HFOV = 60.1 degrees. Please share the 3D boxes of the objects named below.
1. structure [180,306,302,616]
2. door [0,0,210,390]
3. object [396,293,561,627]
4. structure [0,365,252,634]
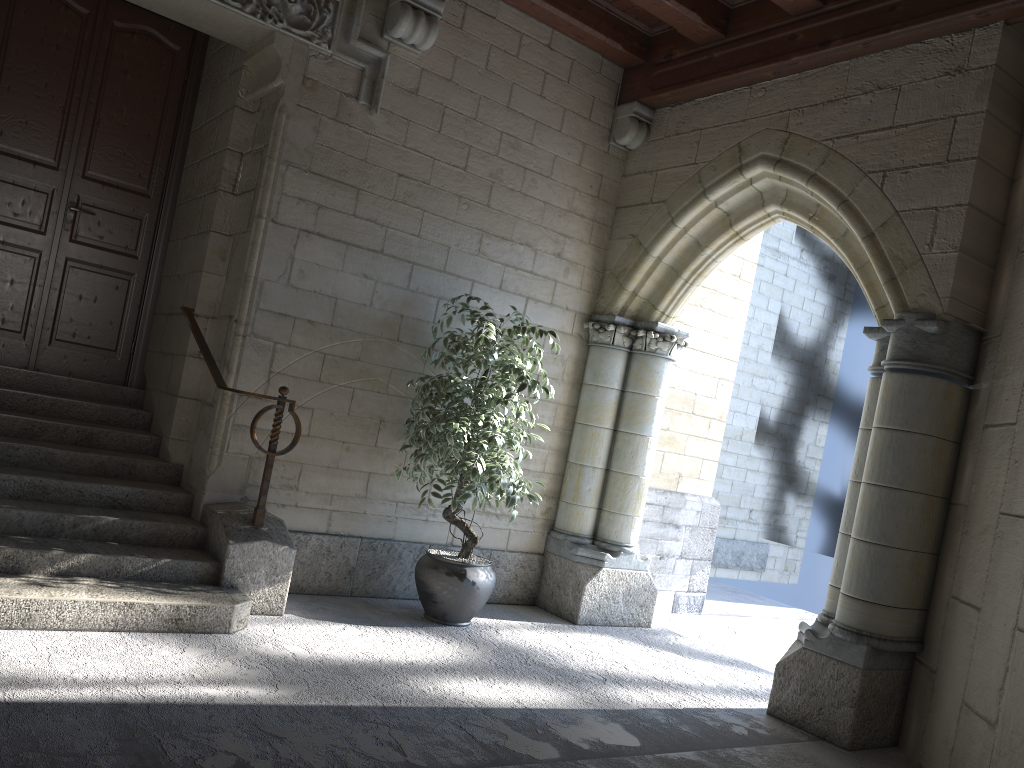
[{"bbox_3d":[-1.314,0.315,4.074,0.475,1.261,0.884,11,-1,-35],"label":"structure"},{"bbox_3d":[-2.332,-1.098,4.657,1.141,2.120,0.225,12,0,-36],"label":"door"},{"bbox_3d":[-0.213,0.364,4.366,0.754,1.617,0.783,12,-1,-39],"label":"object"},{"bbox_3d":[-2.248,0.366,4.113,1.468,0.809,2.564,13,-3,-35],"label":"structure"}]
